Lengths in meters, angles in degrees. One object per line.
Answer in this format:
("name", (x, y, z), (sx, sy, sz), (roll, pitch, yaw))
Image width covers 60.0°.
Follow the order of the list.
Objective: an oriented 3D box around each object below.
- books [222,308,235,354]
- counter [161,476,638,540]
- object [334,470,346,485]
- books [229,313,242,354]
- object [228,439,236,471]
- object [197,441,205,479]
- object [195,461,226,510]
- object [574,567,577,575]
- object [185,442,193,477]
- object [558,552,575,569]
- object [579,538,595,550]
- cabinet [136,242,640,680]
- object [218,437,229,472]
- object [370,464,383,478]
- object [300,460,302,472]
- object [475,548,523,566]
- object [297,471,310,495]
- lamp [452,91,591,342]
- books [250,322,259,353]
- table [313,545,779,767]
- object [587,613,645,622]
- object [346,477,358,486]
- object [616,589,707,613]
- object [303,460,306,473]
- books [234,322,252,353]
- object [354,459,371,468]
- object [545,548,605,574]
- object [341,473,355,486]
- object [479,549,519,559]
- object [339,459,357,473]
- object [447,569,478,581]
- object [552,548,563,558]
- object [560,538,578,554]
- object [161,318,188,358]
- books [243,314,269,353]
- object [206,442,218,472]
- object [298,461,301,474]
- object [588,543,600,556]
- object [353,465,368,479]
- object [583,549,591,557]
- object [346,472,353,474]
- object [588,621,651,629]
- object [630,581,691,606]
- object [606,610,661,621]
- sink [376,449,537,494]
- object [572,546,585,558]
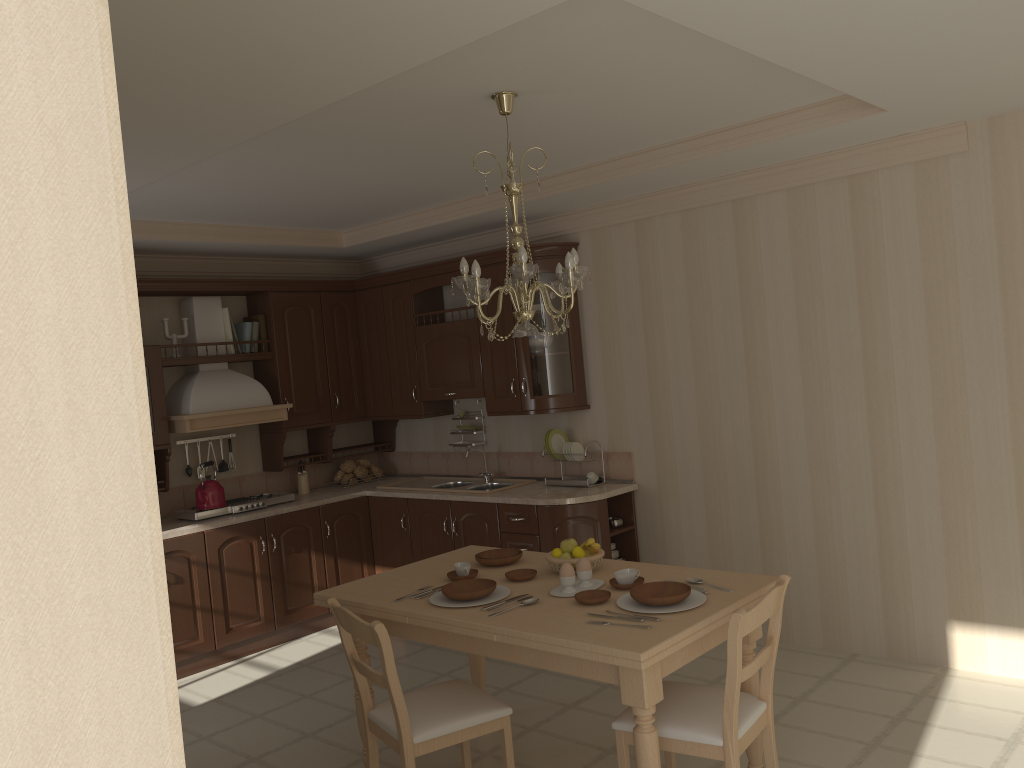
("books", (-1.905, -0.341, 5.844), (0.194, 0.305, 0.042), (-4, 2, 42))
("counter", (-1.015, 0.772, 5.119), (2.422, 0.034, 2.603), (-4, 2, 42))
("object", (-1.251, 0.676, 6.447), (0.092, 0.109, 0.123), (-5, 1, 10))
("books", (-1.882, -0.326, 5.877), (0.194, 0.271, 0.068), (-4, 2, 42))
("object", (-1.882, 0.476, 5.939), (0.049, 0.219, 0.049), (-5, 2, 20))
("object", (-2.032, 0.491, 5.775), (0.003, 0.245, 0.051), (-4, 2, 42))
("object", (-1.862, 0.620, 5.458), (0.181, 0.282, 0.227), (-6, 2, -24))
("object", (0.254, 0.734, 3.510), (0.128, 0.011, 0.128), (-5, 1, -7))
("object", (-2.087, 0.485, 5.711), (0.015, 0.231, 0.048), (-4, 2, 44))
("object", (0.216, 0.695, 3.465), (0.072, 0.076, 0.074), (-5, 2, 17))
("object", (0.293, 0.646, 3.511), (0.066, 0.085, 0.184), (-5, 1, -10))
("cabinet", (-1.255, 0.460, 4.896), (2.436, 2.313, 3.226), (-4, 2, 42))
("object", (-1.933, 0.470, 5.903), (0.028, 0.236, 0.088), (-4, 2, 42))
("object", (-1.007, 0.642, 6.580), (0.097, 0.106, 0.117), (-5, 1, -2))
("object", (-1.488, 0.632, 6.246), (0.027, 0.191, 0.052), (-5, 1, -2))
("object", (-0.055, 0.740, 3.761), (0.204, 0.042, 0.204), (-5, 1, -9))
("object", (-1.466, 0.693, 6.229), (0.078, 0.148, 0.151), (-5, 1, -10))
("lamp", (0.008, -0.658, 3.270), (0.502, 0.982, 0.501), (-5, 1, 12))
("books", (-1.776, -0.307, 5.970), (0.205, 0.209, 0.080), (-4, 2, 42))
("table", (0.120, 1.145, 3.353), (1.567, 0.774, 0.900), (-4, 2, 42))
("object", (0.328, 0.746, 2.839), (0.212, 0.008, 0.018), (-4, 2, 37))
("object", (-1.176, 0.706, 6.455), (0.119, 0.058, 0.114), (-5, 1, 7))
("object", (0.500, 0.726, 2.968), (0.299, 0.009, 0.299), (-5, 2, 21))
("object", (-1.457, 0.635, 6.234), (0.027, 0.198, 0.053), (-4, 2, 26))
("books", (-1.817, -0.303, 5.939), (0.205, 0.209, 0.086), (-4, 2, 42))
("object", (-1.111, 0.590, 6.566), (0.125, 0.078, 0.112), (-4, 2, 37))
("object", (0.251, 0.703, 3.509), (0.235, 0.068, 0.235), (-5, 1, 0))
("object", (-1.189, 0.689, 6.410), (0.104, 0.092, 0.114), (-5, 1, -1))
("object", (-0.053, 0.736, 3.761), (0.168, 0.034, 0.168), (-6, 2, -37))
("object", (-1.192, 0.598, 6.451), (0.100, 0.105, 0.118), (-4, 2, 37))
("object", (-0.196, 0.766, 3.544), (0.126, 0.026, 0.127), (-6, 2, -21))
("object", (0.181, 0.674, 3.511), (0.045, 0.047, 0.055), (-6, 2, -16))
("object", (0.225, 0.643, 3.506), (0.068, 0.061, 0.069), (-6, 2, -31))
("object", (-2.122, -0.284, 5.538), (0.174, 0.248, 0.163), (-5, 1, 5))
("books", (-1.736, -0.335, 6.020), (0.205, 0.254, 0.052), (-4, 2, 42))
("object", (-1.981, 0.478, 5.831), (0.005, 0.195, 0.089), (-4, 2, 42))
("object", (-1.488, 0.643, 6.217), (0.027, 0.198, 0.053), (-4, 2, 26))
("object", (0.312, 0.663, 3.502), (0.064, 0.094, 0.176), (-5, 1, -11))
("object", (-1.105, 0.641, 6.473), (0.110, 0.102, 0.115), (-6, 2, -19))
("object", (0.277, 0.689, 3.508), (0.076, 0.065, 0.077), (-5, 2, 19))
("object", (-1.189, 0.639, 6.531), (0.110, 0.092, 0.113), (-5, 1, 5))
("object", (0.331, 0.749, 2.763), (0.218, 0.004, 0.028), (-4, 2, 32))
("object", (0.497, 0.708, 2.967), (0.204, 0.042, 0.204), (-5, 1, 12))
("object", (0.383, 0.741, 2.843), (0.218, 0.008, 0.022), (-4, 2, 45))
("sink", (-0.393, 0.610, 5.915), (1.077, 0.348, 0.448), (-4, 2, 42))
("object", (0.260, 0.660, 3.454), (0.051, 0.053, 0.045), (-4, 2, 31))
